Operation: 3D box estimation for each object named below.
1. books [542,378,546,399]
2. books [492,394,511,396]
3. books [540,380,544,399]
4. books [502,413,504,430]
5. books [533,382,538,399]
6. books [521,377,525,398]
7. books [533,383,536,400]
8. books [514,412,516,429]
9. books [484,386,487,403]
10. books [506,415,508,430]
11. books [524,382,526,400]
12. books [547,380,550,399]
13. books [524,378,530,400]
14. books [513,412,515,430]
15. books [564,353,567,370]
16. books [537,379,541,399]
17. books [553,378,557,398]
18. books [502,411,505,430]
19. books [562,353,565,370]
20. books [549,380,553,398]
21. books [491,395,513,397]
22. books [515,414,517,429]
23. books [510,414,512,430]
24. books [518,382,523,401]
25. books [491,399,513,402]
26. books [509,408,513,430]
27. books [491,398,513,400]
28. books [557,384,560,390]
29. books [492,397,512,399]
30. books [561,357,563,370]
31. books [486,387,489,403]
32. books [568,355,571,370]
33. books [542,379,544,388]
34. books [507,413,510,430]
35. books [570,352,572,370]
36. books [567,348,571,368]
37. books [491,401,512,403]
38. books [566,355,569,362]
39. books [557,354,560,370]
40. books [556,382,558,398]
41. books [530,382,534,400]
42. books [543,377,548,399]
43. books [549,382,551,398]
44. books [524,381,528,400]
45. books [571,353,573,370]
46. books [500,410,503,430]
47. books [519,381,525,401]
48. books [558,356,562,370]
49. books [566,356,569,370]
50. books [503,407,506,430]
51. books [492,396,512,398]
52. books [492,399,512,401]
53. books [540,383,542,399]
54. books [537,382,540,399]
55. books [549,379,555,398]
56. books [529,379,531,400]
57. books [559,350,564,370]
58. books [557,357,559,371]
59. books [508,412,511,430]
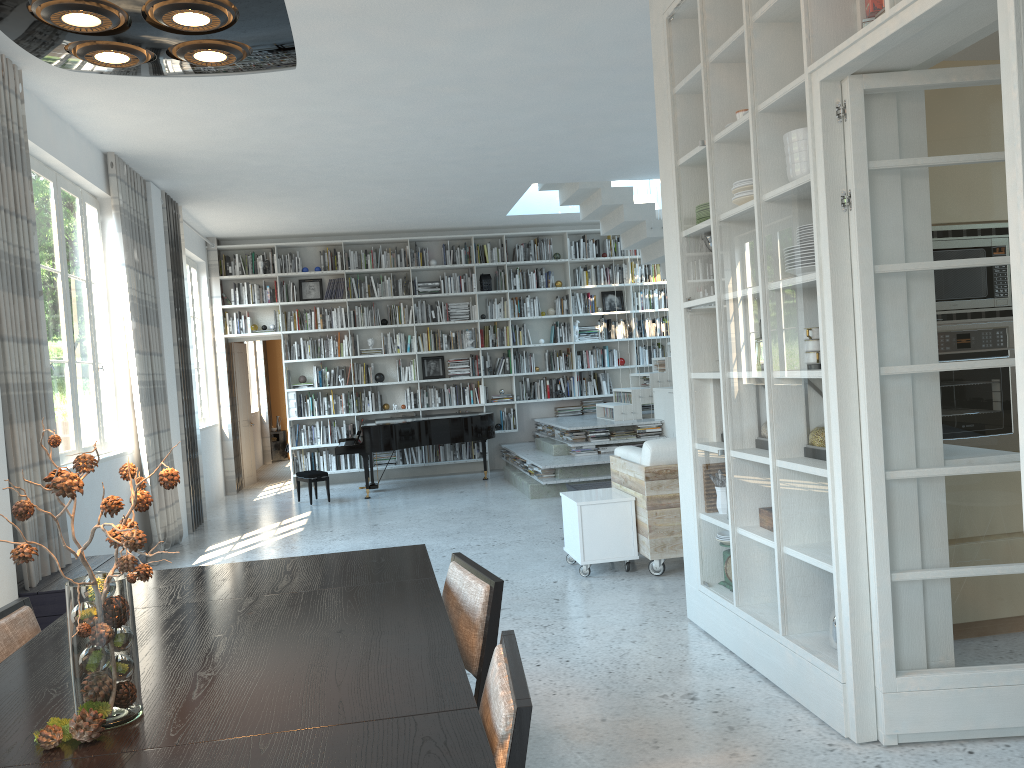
[{"bbox_3d":[0.435,0.056,11.983,0.012,0.285,0.159,-4,2,-9],"label":"books"},{"bbox_3d":[-0.139,0.149,11.824,0.254,0.012,0.161,-4,1,0],"label":"books"},{"bbox_3d":[0.397,0.075,11.958,0.025,0.252,0.181,-4,2,-9],"label":"books"},{"bbox_3d":[-0.132,0.500,11.810,0.012,0.229,0.129,-4,2,-9],"label":"books"},{"bbox_3d":[0.318,0.089,11.964,0.029,0.235,0.142,-4,2,-9],"label":"books"},{"bbox_3d":[0.149,0.061,11.910,0.010,0.316,0.186,-4,2,-9],"label":"books"},{"bbox_3d":[0.301,0.099,11.951,0.011,0.217,0.175,-4,2,-9],"label":"books"},{"bbox_3d":[0.024,0.487,11.824,0.013,0.233,0.149,-4,2,-9],"label":"books"},{"bbox_3d":[-0.370,0.141,11.857,0.027,0.229,0.141,-4,2,-9],"label":"books"},{"bbox_3d":[-0.073,0.509,11.819,0.013,0.202,0.139,-4,2,-9],"label":"books"},{"bbox_3d":[0.159,0.098,11.938,0.015,0.240,0.152,-4,2,-9],"label":"books"},{"bbox_3d":[0.473,0.074,11.970,0.031,0.244,0.184,-4,2,-9],"label":"books"},{"bbox_3d":[0.206,0.068,11.919,0.030,0.294,0.188,-4,2,-9],"label":"books"},{"bbox_3d":[0.007,0.469,11.835,0.015,0.271,0.157,-4,2,-9],"label":"books"},{"bbox_3d":[0.713,-0.305,12.014,0.021,0.232,0.155,-4,2,-9],"label":"books"},{"bbox_3d":[0.363,0.069,11.964,0.014,0.268,0.171,-4,2,-9],"label":"books"},{"bbox_3d":[0.568,0.057,11.996,0.026,0.263,0.169,-4,2,-9],"label":"books"},{"bbox_3d":[-0.117,0.491,11.794,0.014,0.246,0.176,-4,2,-9],"label":"books"},{"bbox_3d":[0.680,-0.301,11.996,0.018,0.229,0.181,-4,2,-9],"label":"books"},{"bbox_3d":[0.519,0.071,11.998,0.021,0.243,0.131,-4,2,-9],"label":"books"},{"bbox_3d":[-0.139,0.161,11.832,0.285,0.012,0.159,-4,1,-5],"label":"books"},{"bbox_3d":[0.035,0.499,11.838,0.012,0.206,0.160,-4,2,-9],"label":"books"},{"bbox_3d":[-0.020,0.501,11.802,0.011,0.212,0.178,-4,2,-9],"label":"books"},{"bbox_3d":[0.114,0.094,11.925,0.012,0.254,0.161,-4,2,-9],"label":"books"},{"bbox_3d":[-0.135,0.222,11.836,0.285,0.012,0.159,-4,1,-4],"label":"books"},{"bbox_3d":[-0.008,0.463,11.810,0.021,0.285,0.172,-4,2,-9],"label":"books"},{"bbox_3d":[-0.136,0.198,11.830,0.285,0.012,0.159,-4,1,-6],"label":"books"},{"bbox_3d":[0.618,0.095,12.000,0.025,0.181,0.169,-4,1,-9],"label":"books"},{"bbox_3d":[-0.137,0.186,11.834,0.254,0.012,0.161,-4,1,-4],"label":"books"},{"bbox_3d":[0.658,-0.276,11.990,0.019,0.183,0.190,-4,1,-9],"label":"books"},{"bbox_3d":[-0.341,0.148,11.864,0.030,0.210,0.136,-4,2,-9],"label":"books"},{"bbox_3d":[0.763,-0.294,12.014,0.013,0.204,0.158,-4,2,-9],"label":"books"},{"bbox_3d":[0.411,0.069,11.993,0.016,0.261,0.098,-4,2,-9],"label":"books"},{"bbox_3d":[-0.050,0.497,11.798,0.026,0.225,0.175,-4,2,-9],"label":"books"},{"bbox_3d":[0.782,-0.315,12.036,0.019,0.241,0.134,-4,2,-9],"label":"books"},{"bbox_3d":[0.772,-0.341,12.007,0.007,0.295,0.162,-4,2,-9],"label":"books"},{"bbox_3d":[-0.134,0.234,11.831,0.285,0.012,0.159,-4,1,-6],"label":"books"},{"bbox_3d":[0.748,-0.294,12.021,0.016,0.205,0.141,-4,2,-9],"label":"books"},{"bbox_3d":[0.614,-0.304,12.007,0.030,0.244,0.135,-4,2,-9],"label":"books"},{"bbox_3d":[0.593,0.081,12.002,0.022,0.211,0.135,-4,2,-9],"label":"books"},{"bbox_3d":[0.263,0.095,11.944,0.065,0.231,0.162,-4,2,-9],"label":"books"},{"bbox_3d":[0.450,0.051,11.963,0.012,0.293,0.175,-4,2,-9],"label":"books"},{"bbox_3d":[0.498,0.075,11.988,0.025,0.238,0.156,-4,2,-9],"label":"books"},{"bbox_3d":[0.181,0.088,11.917,0.023,0.256,0.178,-4,2,-9],"label":"books"},{"bbox_3d":[0.803,-0.308,12.035,0.009,0.224,0.146,-4,2,-9],"label":"books"},{"bbox_3d":[-0.141,0.483,11.799,0.005,0.264,0.162,-4,2,-9],"label":"books"},{"bbox_3d":[0.134,0.089,11.908,0.023,0.262,0.186,-4,2,-9],"label":"books"},{"bbox_3d":[0.641,-0.281,11.992,0.015,0.195,0.175,-4,2,-9],"label":"books"},{"bbox_3d":[0.737,-0.281,11.991,0.016,0.180,0.189,-4,1,-9],"label":"books"},{"bbox_3d":[-0.099,0.462,11.816,0.032,0.300,0.149,-4,2,-9],"label":"books"},{"bbox_3d":[-0.137,0.174,11.823,0.254,0.012,0.161,-4,1,-9],"label":"books"},{"bbox_3d":[-0.135,0.210,11.833,0.254,0.012,0.161,-4,1,-3],"label":"books"},{"bbox_3d":[0.377,0.092,11.972,0.012,0.221,0.153,-4,2,-9],"label":"books"},{"bbox_3d":[0.345,0.091,11.964,0.024,0.228,0.159,-4,2,-9],"label":"books"},{"bbox_3d":[0.544,0.059,11.985,0.026,0.262,0.173,-4,2,-9],"label":"books"},{"bbox_3d":[0.225,0.075,11.932,0.010,0.277,0.174,-4,2,-9],"label":"books"},{"bbox_3d":[0.667,-0.323,11.994,0.006,0.274,0.173,-4,2,-9],"label":"books"},{"bbox_3d":[0.602,-0.272,11.975,0.018,0.182,0.182,-4,1,-9],"label":"books"},{"bbox_3d":[-0.035,0.495,11.817,0.012,0.226,0.149,-4,2,-9],"label":"books"}]
